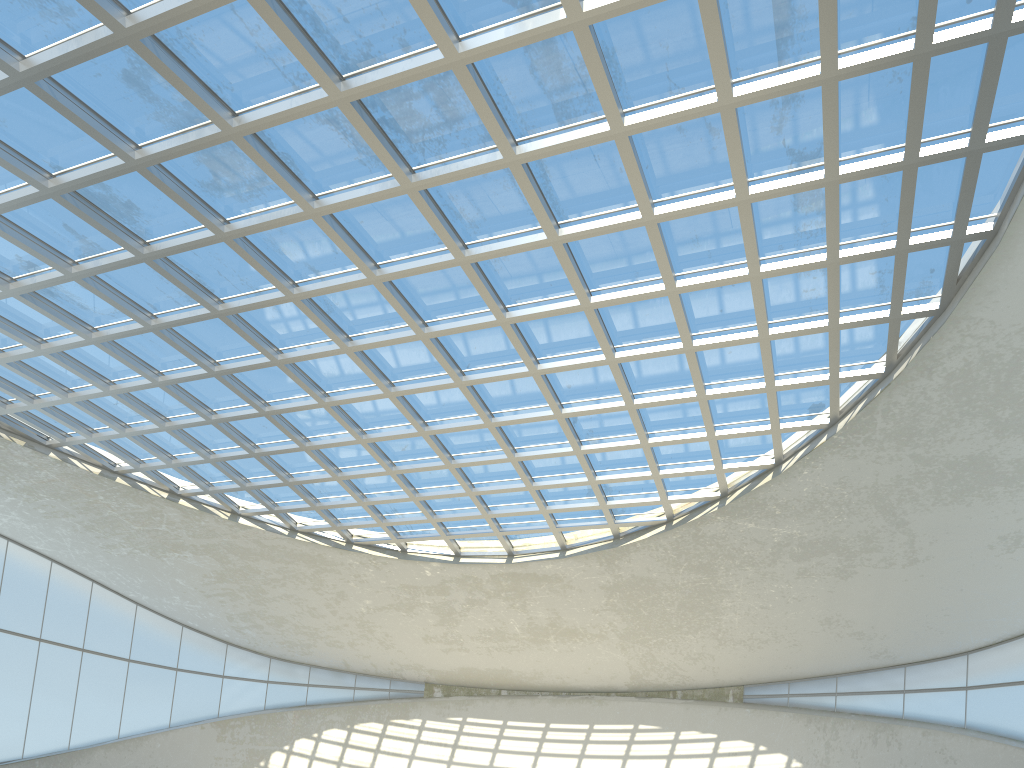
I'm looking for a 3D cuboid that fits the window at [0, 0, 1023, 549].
[{"bbox_3d":[-14.718,-2.567,45.216,77.697,10.113,88.149,-7,-32,21],"label":"window"}]
